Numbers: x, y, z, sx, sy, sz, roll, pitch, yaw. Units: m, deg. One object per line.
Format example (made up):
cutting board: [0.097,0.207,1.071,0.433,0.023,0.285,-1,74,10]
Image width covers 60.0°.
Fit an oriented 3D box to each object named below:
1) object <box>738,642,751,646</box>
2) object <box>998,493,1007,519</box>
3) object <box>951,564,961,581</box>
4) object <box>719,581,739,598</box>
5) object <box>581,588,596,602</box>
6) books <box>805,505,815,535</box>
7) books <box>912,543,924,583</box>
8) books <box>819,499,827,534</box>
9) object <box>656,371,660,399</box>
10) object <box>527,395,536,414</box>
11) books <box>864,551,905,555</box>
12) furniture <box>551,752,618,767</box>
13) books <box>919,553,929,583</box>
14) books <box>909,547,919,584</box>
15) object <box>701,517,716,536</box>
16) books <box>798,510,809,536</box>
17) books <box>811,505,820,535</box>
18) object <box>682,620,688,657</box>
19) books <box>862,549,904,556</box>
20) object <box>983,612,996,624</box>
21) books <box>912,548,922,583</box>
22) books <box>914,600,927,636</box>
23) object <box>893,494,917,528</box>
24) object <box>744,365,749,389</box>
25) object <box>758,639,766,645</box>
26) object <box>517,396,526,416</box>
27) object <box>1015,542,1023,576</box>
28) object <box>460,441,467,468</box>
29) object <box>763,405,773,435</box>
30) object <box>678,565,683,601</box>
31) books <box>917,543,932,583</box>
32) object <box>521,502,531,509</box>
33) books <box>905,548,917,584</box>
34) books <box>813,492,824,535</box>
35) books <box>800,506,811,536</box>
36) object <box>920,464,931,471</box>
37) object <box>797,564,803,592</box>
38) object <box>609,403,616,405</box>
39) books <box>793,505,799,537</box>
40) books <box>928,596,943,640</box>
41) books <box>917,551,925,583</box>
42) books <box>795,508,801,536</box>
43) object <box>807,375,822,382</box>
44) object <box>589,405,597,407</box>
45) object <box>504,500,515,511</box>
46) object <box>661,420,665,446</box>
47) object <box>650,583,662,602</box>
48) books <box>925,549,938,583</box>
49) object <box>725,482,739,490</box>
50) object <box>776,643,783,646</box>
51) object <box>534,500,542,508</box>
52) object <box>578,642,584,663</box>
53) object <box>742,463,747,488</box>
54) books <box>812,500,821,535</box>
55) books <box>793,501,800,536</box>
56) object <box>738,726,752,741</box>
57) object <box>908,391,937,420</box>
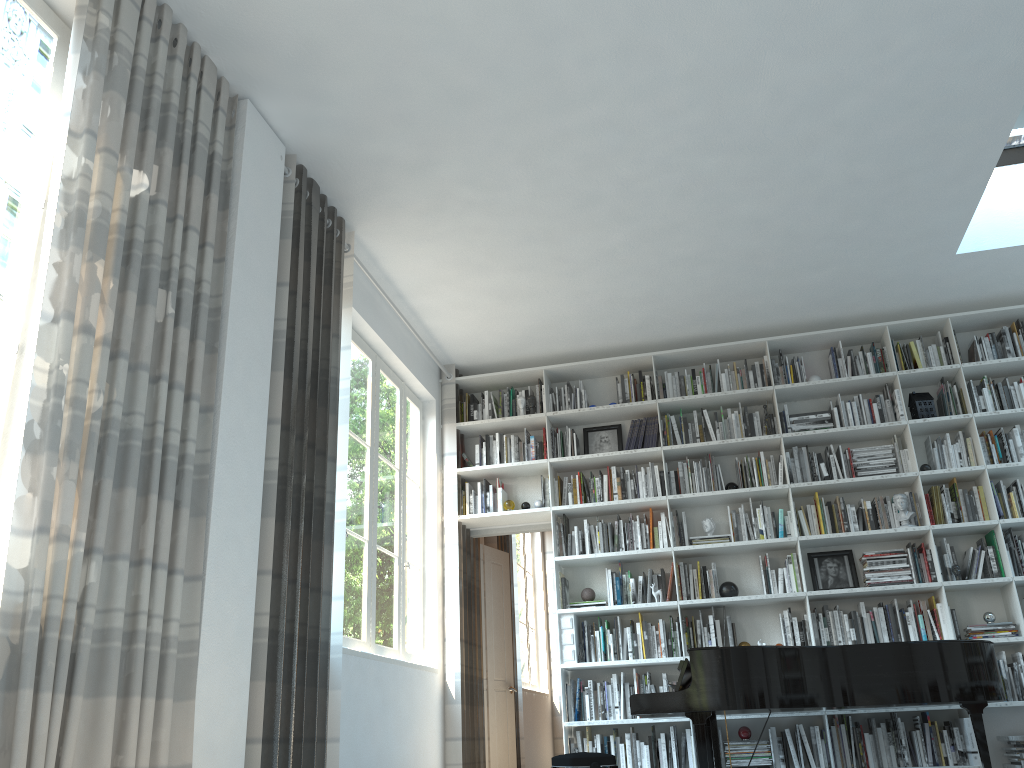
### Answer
object: [1.578,1.794,6.014,0.091,0.091,0.091,1,-22,-9]
object: [3.279,0.849,5.956,0.013,0.207,0.140,-7,-22,11]
object: [2.879,1.222,5.735,0.054,0.113,0.079,-7,-22,10]
object: [1.506,1.439,6.158,0.134,0.134,0.134,9,-25,-26]
object: [0.548,1.519,6.372,0.105,0.106,0.106,1,-22,-9]
books: [2.093,0.983,6.217,0.026,0.247,0.139,-7,-22,11]
books: [2.721,1.225,5.957,0.011,0.287,0.152,-7,-22,11]
books: [2.156,0.952,6.171,0.015,0.265,0.190,-7,-22,11]
object: [1.130,0.061,6.815,0.012,0.284,0.160,-7,-22,11]
object: [0.155,0.178,6.854,0.068,0.197,0.067,12,-26,-32]
books: [2.520,1.164,6.027,0.254,0.012,0.161,-6,-22,9]
furniture: [0.364,2.034,4.442,0.240,0.352,0.469,2,-22,-12]
books: [2.751,1.256,5.943,0.021,0.216,0.132,-7,-22,11]
books: [2.685,1.238,5.949,0.011,0.259,0.185,-7,-22,11]
object: [1.413,1.029,6.364,0.095,0.156,0.121,-13,-24,24]
books: [2.038,1.000,6.201,0.053,0.208,0.156,-7,-22,11]
books: [2.119,0.981,6.204,0.029,0.239,0.156,-7,-22,11]
object: [1.201,1.772,6.134,0.012,0.253,0.161,-7,-22,11]
books: [2.519,1.152,6.029,0.254,0.012,0.161,-9,-23,15]
object: [3.044,1.490,5.655,0.071,0.072,0.072,9,-25,-26]
books: [2.710,1.241,5.954,0.013,0.255,0.163,-7,-22,11]
books: [2.694,1.575,5.840,0.010,0.282,0.132,-7,-22,11]
object: [2.630,0.862,5.965,0.137,0.243,0.138,6,-23,-20]
object: [1.766,-0.002,6.675,0.010,0.245,0.158,-7,-22,11]
object: [1.679,1.755,5.930,0.060,0.094,0.078,-14,-25,27]
object: [0.077,0.187,6.871,0.068,0.197,0.067,12,-26,-32]
object: [3.322,1.165,5.841,0.007,0.265,0.135,-7,-22,12]
object: [-0.393,0.582,6.983,0.035,0.294,0.177,-7,-22,11]
object: [1.848,0.270,6.390,0.075,0.253,0.075,1,-22,-8]
object: [1.201,1.429,6.280,0.012,0.269,0.131,-7,-22,11]
books: [2.761,1.219,5.935,0.011,0.278,0.186,-7,-22,11]
object: [0.104,0.929,6.719,0.071,0.072,0.072,1,-22,-9]
books: [2.675,1.244,5.953,0.012,0.253,0.161,-7,-22,11]
books: [2.141,0.930,6.184,0.014,0.316,0.188,-7,-22,11]
books: [2.058,0.987,6.214,0.042,0.241,0.163,-7,-22,11]
object: [2.828,0.582,6.061,0.071,0.072,0.072,9,-25,-26]
object: [1.984,1.358,6.113,0.017,0.215,0.104,-7,-22,11]
object: [0.779,0.184,6.816,0.082,0.083,0.083,1,-22,-9]
books: [1.988,0.992,6.236,0.012,0.253,0.161,-7,-22,11]
books: [2.779,1.553,5.817,0.011,0.299,0.150,-7,-22,11]
books: [2.735,1.252,5.950,0.013,0.231,0.135,-7,-22,11]
books: [2.012,1.001,6.235,0.011,0.234,0.142,-7,-22,11]
object: [2.223,-0.011,6.511,0.105,0.105,0.105,1,-22,-9]
object: [0.627,0.203,6.847,0.082,0.083,0.083,1,-22,-9]
object: [-0.020,0.918,6.701,0.087,0.087,0.087,9,-25,-26]
object: [1.144,0.415,6.674,0.012,0.253,0.161,-7,-22,11]
object: [0.998,1.448,6.131,0.081,0.139,0.044,-1,-22,-3]
books: [2.782,1.236,5.912,0.034,0.228,0.200,-7,-22,11]
object: [1.582,0.756,6.382,0.097,0.098,0.097,9,-25,-26]
object: [1.787,1.765,5.924,0.061,0.062,0.061,9,-25,-26]
object: [0.203,0.909,6.679,0.071,0.072,0.072,1,-22,-9]
object: [0.475,1.859,6.127,0.045,0.146,0.045,14,-27,-36]
object: [1.689,0.702,6.431,0.010,0.224,0.143,-7,-22,11]
books: [2.140,0.963,6.220,0.010,0.282,0.137,-7,-22,11]
books: [2.001,0.981,6.247,0.010,0.280,0.140,-7,-22,11]
object: [1.524,2.287,5.807,0.086,0.086,0.086,1,-22,-9]
object: [2.886,0.168,6.238,0.135,0.247,0.136,-3,-22,2]
